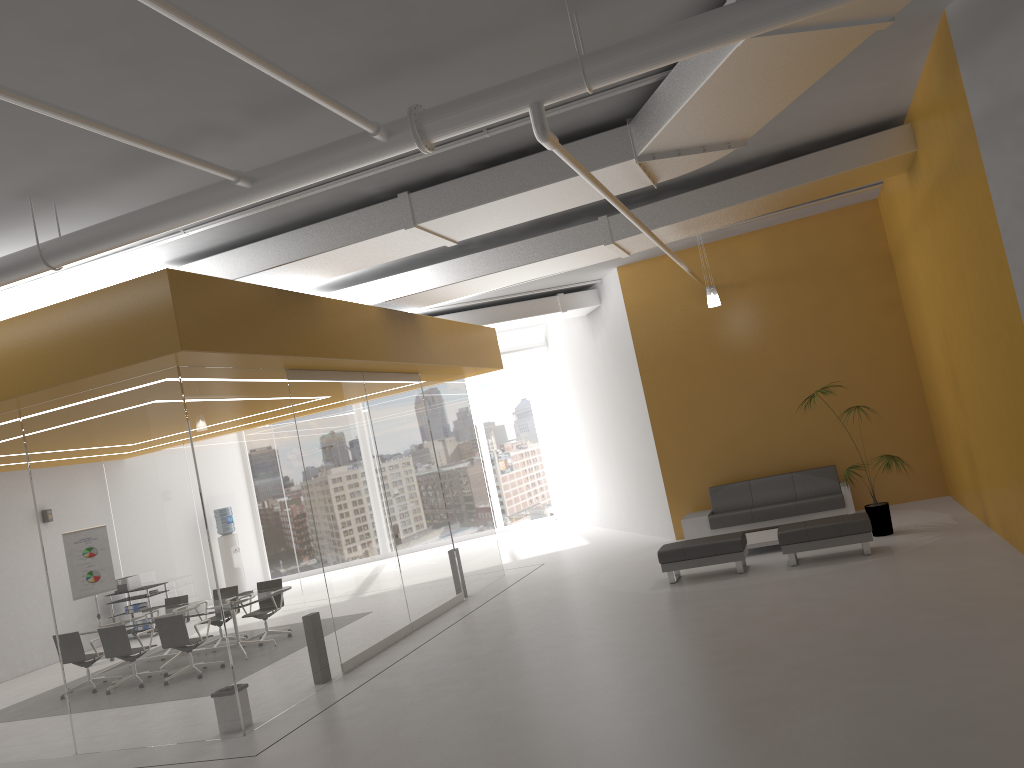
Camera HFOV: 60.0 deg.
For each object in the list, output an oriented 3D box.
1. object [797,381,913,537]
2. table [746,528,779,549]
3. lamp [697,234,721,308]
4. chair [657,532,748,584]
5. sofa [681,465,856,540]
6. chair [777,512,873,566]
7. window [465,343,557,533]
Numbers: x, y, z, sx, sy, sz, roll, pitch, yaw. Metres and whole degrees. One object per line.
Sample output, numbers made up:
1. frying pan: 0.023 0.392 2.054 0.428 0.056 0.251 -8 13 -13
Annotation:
1. object: 4.264 0.918 10.971 0.912 1.956 1.222 -9 -5 -31
2. table: 3.400 2.077 11.725 1.000 0.150 1.000 -13 -4 18
3. lamp: 2.601 -1.644 11.964 0.174 1.227 0.174 -9 -5 -30
4. chair: 2.318 2.085 10.668 1.012 0.423 0.575 -13 -4 18
5. sofa: 3.733 1.793 13.074 2.400 0.761 0.860 -13 -4 18
6. chair: 3.614 1.783 10.209 1.012 0.423 0.575 -13 -4 18
7. window: -2.074 1.704 21.621 8.533 4.498 0.100 -11 -4 -12
